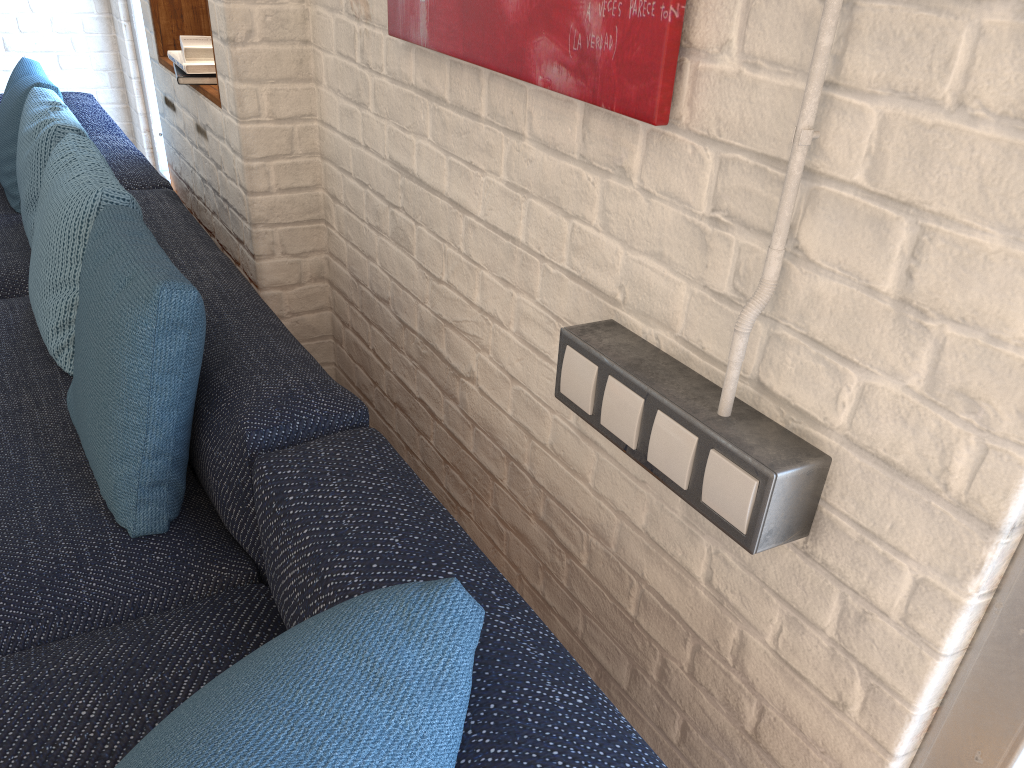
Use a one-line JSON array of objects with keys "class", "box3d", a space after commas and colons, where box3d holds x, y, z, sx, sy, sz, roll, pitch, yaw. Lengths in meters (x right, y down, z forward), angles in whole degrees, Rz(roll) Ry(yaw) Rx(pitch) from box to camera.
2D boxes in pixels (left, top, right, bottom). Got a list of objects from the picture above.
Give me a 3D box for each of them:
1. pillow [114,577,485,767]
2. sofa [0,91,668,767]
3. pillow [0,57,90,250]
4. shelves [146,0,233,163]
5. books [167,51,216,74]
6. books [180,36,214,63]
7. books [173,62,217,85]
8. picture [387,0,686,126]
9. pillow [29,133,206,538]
[{"class": "pillow", "box3d": [-0.271, 0.431, 0.831, 0.373, 0.355, 0.525, 14, 31, 17]}, {"class": "sofa", "box3d": [-1.562, 0.119, 1.786, 2.041, 0.719, 3.702, -13, 33, -28]}, {"class": "pillow", "box3d": [-1.479, -0.715, 2.722, 0.238, 0.432, 1.038, -16, 35, -28]}, {"class": "shelves", "box3d": [-0.709, -1.328, 1.896, 0.188, 1.540, 0.721, -16, 37, -27]}, {"class": "books", "box3d": [-0.754, -0.809, 2.187, 0.168, 0.020, 0.221, -12, 32, -26]}, {"class": "books", "box3d": [-0.754, -0.836, 2.177, 0.131, 0.037, 0.191, -7, 31, -19]}, {"class": "books", "box3d": [-0.768, -0.789, 2.208, 0.161, 0.018, 0.234, -7, 30, -19]}, {"class": "picture", "box3d": [0.007, -0.869, 0.928, 0.019, 1.036, 0.697, -16, 36, -27]}, {"class": "pillow", "box3d": [-0.831, -0.182, 1.771, 0.249, 0.452, 1.136, -16, 35, -28]}]
